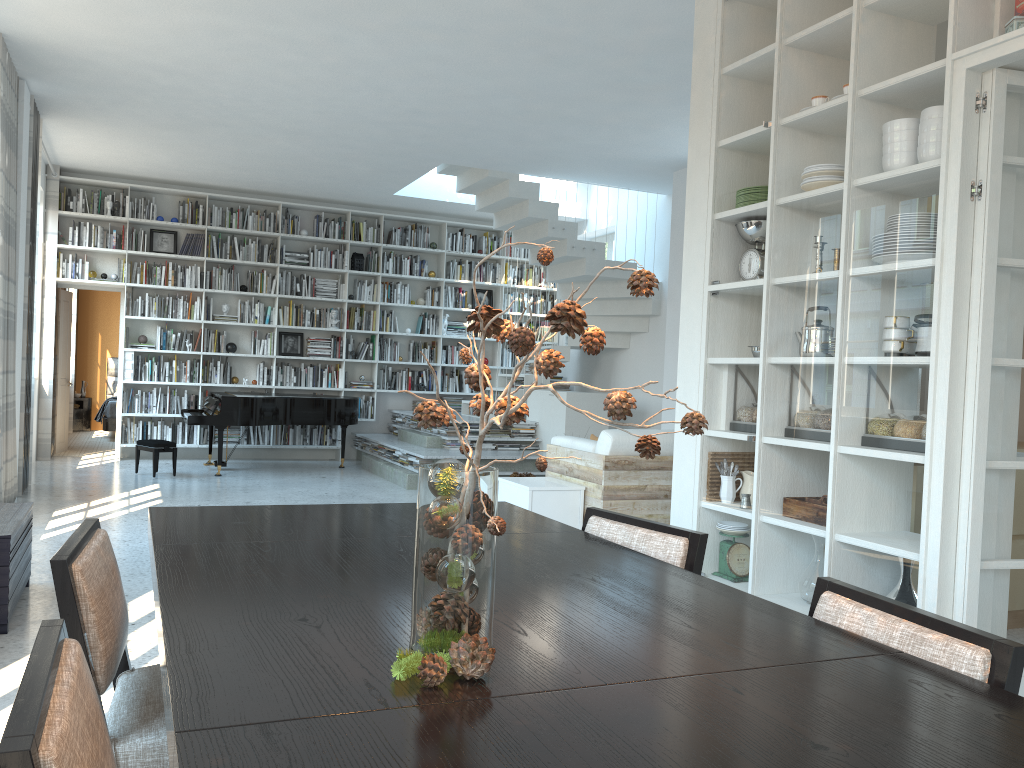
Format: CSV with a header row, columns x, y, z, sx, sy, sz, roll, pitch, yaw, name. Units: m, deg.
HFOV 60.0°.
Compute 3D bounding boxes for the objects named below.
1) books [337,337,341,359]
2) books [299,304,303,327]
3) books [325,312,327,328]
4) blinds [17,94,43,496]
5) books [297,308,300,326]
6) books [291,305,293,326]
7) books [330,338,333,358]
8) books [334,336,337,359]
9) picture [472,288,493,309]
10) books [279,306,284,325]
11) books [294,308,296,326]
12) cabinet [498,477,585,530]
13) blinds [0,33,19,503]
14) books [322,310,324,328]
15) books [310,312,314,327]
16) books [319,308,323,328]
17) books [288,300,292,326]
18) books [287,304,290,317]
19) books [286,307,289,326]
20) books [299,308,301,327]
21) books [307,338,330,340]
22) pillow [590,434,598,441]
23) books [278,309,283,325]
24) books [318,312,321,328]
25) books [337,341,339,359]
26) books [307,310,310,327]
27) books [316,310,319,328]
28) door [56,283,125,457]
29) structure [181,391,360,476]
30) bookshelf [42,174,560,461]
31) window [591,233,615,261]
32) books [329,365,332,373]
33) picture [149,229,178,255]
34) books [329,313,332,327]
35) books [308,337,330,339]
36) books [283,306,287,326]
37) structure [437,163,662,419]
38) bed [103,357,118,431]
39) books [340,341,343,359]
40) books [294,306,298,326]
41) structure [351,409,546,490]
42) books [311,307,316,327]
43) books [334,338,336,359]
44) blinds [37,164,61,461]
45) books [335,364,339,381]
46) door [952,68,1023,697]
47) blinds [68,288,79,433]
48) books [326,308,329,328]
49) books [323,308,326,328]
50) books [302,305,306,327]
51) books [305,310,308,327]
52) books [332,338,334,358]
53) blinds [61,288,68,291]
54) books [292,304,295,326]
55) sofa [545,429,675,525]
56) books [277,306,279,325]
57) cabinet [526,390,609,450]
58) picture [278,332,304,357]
x,y,z,sx,sy,sz,roll,pitch,yaw,name
-2.190,-0.456,11.178,0.011,0.279,0.186,2,1,-23,books
-2.616,-0.844,10.984,0.013,0.284,0.176,2,1,-23,books
-2.345,-0.794,11.118,0.022,0.206,0.114,2,1,-23,books
-4.108,-0.716,7.457,0.140,3.232,0.776,2,1,-23,blinds
-2.652,-0.817,10.970,0.012,0.228,0.169,2,1,-23,books
-2.721,-0.839,10.914,0.015,0.267,0.189,2,1,-23,books
-2.276,-0.447,11.147,0.012,0.254,0.161,2,1,-23,books
-2.235,-0.463,11.172,0.011,0.288,0.152,2,1,-23,books
-0.400,-1.131,11.986,0.300,0.300,0.077,2,1,-23,picture
-2.832,-0.832,10.898,0.042,0.242,0.162,2,1,-23,books
-2.700,-0.820,10.965,0.024,0.228,0.147,2,1,-23,books
0.166,0.859,5.590,0.380,0.487,0.502,2,1,-23,cabinet
-3.578,-0.702,6.235,0.183,3.262,1.025,2,1,-24,blinds
-2.389,-0.808,11.101,0.025,0.230,0.143,2,1,-23,books
-2.509,-0.797,11.046,0.050,0.199,0.145,2,1,-23,books
-2.391,-0.815,11.060,0.012,0.245,0.186,2,1,-23,books
-2.733,-0.865,10.908,0.014,0.317,0.188,2,1,-23,books
-2.762,-0.850,10.944,0.010,0.284,0.136,2,1,-23,books
-2.776,-0.828,10.925,0.029,0.240,0.155,2,1,-23,books
-2.638,-0.821,10.984,0.025,0.236,0.137,2,1,-23,books
-2.415,-0.561,11.086,0.254,0.012,0.161,2,0,-26,books
0.619,0.497,5.758,0.200,0.339,0.462,2,1,-29,pillow
-2.845,-0.815,10.880,0.053,0.209,0.156,2,1,-23,books
-2.415,-0.794,11.062,0.029,0.200,0.178,2,1,-23,books
-2.213,-0.426,11.188,0.021,0.217,0.132,2,1,-23,books
-2.540,-0.806,11.019,0.030,0.215,0.168,2,1,-23,books
-2.441,-0.807,11.048,0.029,0.224,0.185,2,1,-23,books
-5.091,-0.154,10.557,0.834,1.981,0.786,2,1,-23,door
-2.619,0.536,9.826,1.918,0.833,1.334,2,1,-23,structure
-2.318,-0.598,11.060,6.298,3.143,0.330,2,1,-23,bookshelf
1.256,-1.335,11.474,0.042,1.226,1.117,2,1,-23,window
-2.297,-0.097,11.171,0.010,0.284,0.132,2,1,-23,books
-4.081,-1.655,10.385,0.300,0.300,0.077,2,1,-23,picture
-2.294,-0.789,11.131,0.035,0.201,0.149,2,1,-23,books
-2.414,-0.573,11.084,0.254,0.012,0.161,2,0,-19,books
-2.804,-0.834,10.919,0.026,0.248,0.139,2,1,-23,books
0.102,-0.949,10.189,2.614,3.383,1.953,2,1,-23,structure
-5.258,0.218,13.548,1.770,1.180,2.173,2,1,-23,bed
-2.167,-0.430,11.178,0.034,0.229,0.199,2,1,-23,books
-2.678,-0.834,10.980,0.028,0.259,0.134,2,1,-23,books
-0.249,0.730,10.519,2.900,0.659,3.111,2,1,-23,structure
-2.474,-0.825,11.050,0.014,0.258,0.161,2,1,-23,books
-2.247,-0.447,11.168,0.013,0.256,0.162,2,1,-23,books
-5.208,-0.784,10.021,0.140,3.232,0.776,2,1,-23,blinds
-2.210,-0.101,11.199,0.011,0.300,0.149,2,1,-23,books
1.952,0.081,3.086,0.839,2.229,0.067,2,1,-13,door
-6.774,-0.881,13.668,0.140,3.232,0.776,2,1,-23,blinds
-2.320,-0.819,11.121,0.024,0.259,0.126,2,1,-23,books
-2.358,-0.821,11.093,0.025,0.258,0.150,2,1,-23,books
-2.592,-0.835,10.979,0.028,0.268,0.189,2,1,-23,books
-2.565,-0.808,11.007,0.024,0.216,0.175,2,1,-23,books
-2.264,-0.450,11.149,0.011,0.261,0.184,2,1,-23,books
-5.673,-0.813,11.103,0.140,3.232,0.776,2,1,-23,blinds
-2.705,-0.846,10.936,0.010,0.281,0.170,2,1,-23,books
1.373,0.724,6.080,2.195,0.854,0.871,2,1,-23,sofa
-2.884,-0.831,10.890,0.011,0.235,0.141,2,1,-23,books
0.588,0.416,9.852,0.551,0.668,0.992,2,1,-23,cabinet
-2.742,-0.493,11.006,0.300,0.300,0.077,2,1,-23,picture
